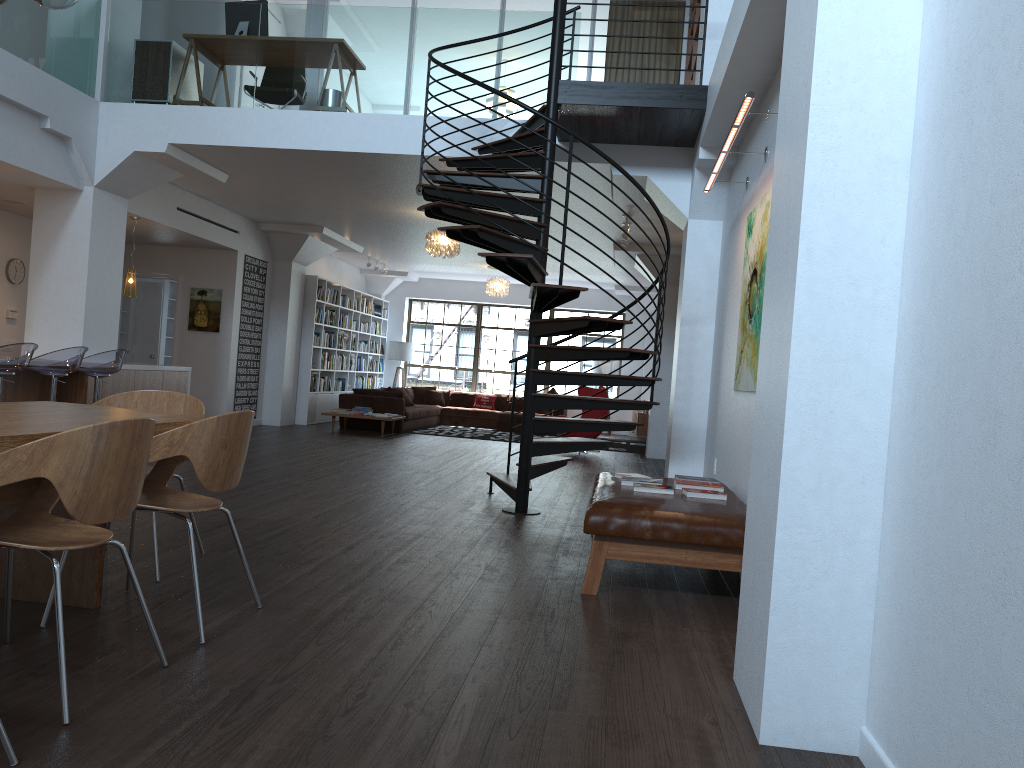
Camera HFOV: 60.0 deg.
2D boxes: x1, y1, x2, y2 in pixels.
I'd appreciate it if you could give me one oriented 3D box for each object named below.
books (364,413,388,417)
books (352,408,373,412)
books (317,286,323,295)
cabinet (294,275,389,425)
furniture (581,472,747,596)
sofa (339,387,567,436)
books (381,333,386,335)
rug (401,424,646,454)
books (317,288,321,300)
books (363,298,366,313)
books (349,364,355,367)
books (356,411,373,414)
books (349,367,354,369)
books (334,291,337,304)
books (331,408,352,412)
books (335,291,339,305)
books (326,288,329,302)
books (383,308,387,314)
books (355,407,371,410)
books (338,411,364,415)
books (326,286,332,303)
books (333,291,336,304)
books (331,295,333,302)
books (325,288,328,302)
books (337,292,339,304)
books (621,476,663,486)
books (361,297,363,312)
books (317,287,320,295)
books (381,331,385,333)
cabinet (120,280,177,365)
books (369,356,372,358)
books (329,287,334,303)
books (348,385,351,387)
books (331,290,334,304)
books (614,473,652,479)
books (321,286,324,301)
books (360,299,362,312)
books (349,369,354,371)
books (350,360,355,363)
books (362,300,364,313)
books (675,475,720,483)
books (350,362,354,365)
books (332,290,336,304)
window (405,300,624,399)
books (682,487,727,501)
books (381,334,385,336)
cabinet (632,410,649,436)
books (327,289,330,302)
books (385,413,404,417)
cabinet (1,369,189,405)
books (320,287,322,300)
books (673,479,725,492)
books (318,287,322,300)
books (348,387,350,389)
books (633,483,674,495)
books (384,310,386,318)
[{"bbox_3d":[-2.084,0.474,13.597,0.231,0.040,0.342,4,1,-43],"label":"books"},{"bbox_3d":[-2.364,0.413,14.048,0.279,0.035,0.191,5,1,17],"label":"books"},{"bbox_3d":[-3.213,-1.496,14.601,0.159,0.248,0.089,4,1,7],"label":"books"},{"bbox_3d":[-3.175,-0.556,16.522,0.461,2.414,4.500,4,1,7],"label":"cabinet"},{"bbox_3d":[0.897,0.843,5.203,0.907,0.453,1.819,4,1,7],"label":"furniture"},{"bbox_3d":[-0.847,0.504,16.137,3.481,0.664,4.197,4,1,7],"label":"sofa"},{"bbox_3d":[-2.809,-1.056,18.511,0.284,0.033,0.197,5,1,22],"label":"books"},{"bbox_3d":[0.410,0.937,15.474,4.200,0.007,3.100,4,1,8],"label":"rug"},{"bbox_3d":[-3.232,-1.476,14.473,0.167,0.210,0.162,4,1,7],"label":"books"},{"bbox_3d":[-2.919,-1.517,17.098,0.176,0.290,0.053,4,1,7],"label":"books"},{"bbox_3d":[-3.097,-0.350,16.624,0.259,0.040,0.180,4,1,7],"label":"books"},{"bbox_3d":[-2.363,0.449,14.044,0.312,0.037,0.216,4,1,-3],"label":"books"},{"bbox_3d":[-3.098,-0.311,16.600,0.251,0.037,0.160,5,1,12],"label":"books"},{"bbox_3d":[-3.125,-1.491,15.276,0.174,0.243,0.085,4,1,7],"label":"books"},{"bbox_3d":[-2.684,0.420,14.023,0.241,0.045,0.334,4,1,8],"label":"books"},{"bbox_3d":[-3.114,-1.497,15.378,0.182,0.255,0.077,4,1,7],"label":"books"},{"bbox_3d":[-3.178,-1.495,14.885,0.170,0.251,0.118,4,1,7],"label":"books"},{"bbox_3d":[-2.716,-1.486,18.686,0.140,0.231,0.042,4,1,7],"label":"books"},{"bbox_3d":[-2.358,0.382,14.046,0.224,0.027,0.157,5,1,12],"label":"books"},{"bbox_3d":[-2.480,0.444,13.653,0.236,0.035,0.340,5,1,32],"label":"books"},{"bbox_3d":[-3.162,-1.516,15.026,0.176,0.293,0.125,4,1,7],"label":"books"},{"bbox_3d":[-3.136,-1.497,15.238,0.182,0.255,0.077,4,1,7],"label":"books"},{"bbox_3d":[-3.146,-1.480,15.126,0.161,0.222,0.083,4,1,7],"label":"books"},{"bbox_3d":[-3.185,-1.493,14.843,0.159,0.248,0.089,4,1,7],"label":"books"},{"bbox_3d":[-3.115,-1.488,15.448,0.167,0.233,0.077,4,1,7],"label":"books"},{"bbox_3d":[0.778,0.589,5.313,0.247,0.040,0.185,4,1,10],"label":"books"},{"bbox_3d":[-2.923,-1.519,16.878,0.140,0.298,0.044,4,1,7],"label":"books"},{"bbox_3d":[-3.234,-1.478,14.382,0.182,0.215,0.188,4,1,7],"label":"books"},{"bbox_3d":[-2.805,-1.089,18.506,0.254,0.032,0.174,5,1,42],"label":"books"},{"bbox_3d":[-5.854,-1.029,14.108,0.527,2.991,2.630,4,1,7],"label":"cabinet"},{"bbox_3d":[-2.924,-0.548,17.714,0.224,0.030,0.161,5,1,17],"label":"books"},{"bbox_3d":[-3.159,-1.515,15.088,0.197,0.290,0.136,4,1,7],"label":"books"},{"bbox_3d":[-3.165,0.025,16.578,0.254,0.032,0.174,5,1,12],"label":"books"},{"bbox_3d":[-3.138,-1.493,15.157,0.159,0.248,0.089,4,1,7],"label":"books"},{"bbox_3d":[0.766,0.591,5.636,0.161,0.031,0.223,4,1,-15],"label":"books"},{"bbox_3d":[-3.206,-1.498,14.644,0.170,0.251,0.118,4,1,7],"label":"books"},{"bbox_3d":[-2.949,-1.495,16.830,0.189,0.247,0.057,4,1,7],"label":"books"},{"bbox_3d":[-3.099,-0.273,16.597,0.246,0.038,0.171,4,1,7],"label":"books"},{"bbox_3d":[-3.083,-0.432,16.601,0.253,0.040,0.183,4,1,7],"label":"books"},{"bbox_3d":[-2.928,-1.494,17.016,0.171,0.246,0.057,4,1,7],"label":"books"},{"bbox_3d":[1.173,0.617,5.628,0.254,0.044,0.183,4,1,2],"label":"books"},{"bbox_3d":[-3.081,-0.391,16.608,0.231,0.044,0.168,4,1,2],"label":"books"},{"bbox_3d":[-3.131,-1.495,15.190,0.182,0.253,0.098,4,1,7],"label":"books"},{"bbox_3d":[0.013,-0.704,19.102,4.648,1.905,0.114,4,1,7],"label":"window"},{"bbox_3d":[1.080,0.618,4.984,0.224,0.036,0.161,4,1,1],"label":"books"},{"bbox_3d":[-2.812,-1.022,18.511,0.284,0.035,0.197,5,1,37],"label":"books"},{"bbox_3d":[2.421,0.638,15.855,0.459,0.350,4.501,4,1,7],"label":"cabinet"},{"bbox_3d":[-3.168,-1.491,14.938,0.174,0.242,0.105,4,1,7],"label":"books"},{"bbox_3d":[-1.889,0.487,13.920,0.256,0.035,0.350,5,1,32],"label":"books"},{"bbox_3d":[-4.517,0.218,8.190,0.898,0.796,4.493,4,1,7],"label":"cabinet"},{"bbox_3d":[-3.209,-1.483,14.570,0.161,0.222,0.084,4,1,7],"label":"books"},{"bbox_3d":[1.117,0.613,5.313,0.283,0.043,0.197,4,1,6],"label":"books"},{"bbox_3d":[-3.216,-1.481,14.536,0.161,0.218,0.101,4,1,7],"label":"books"},{"bbox_3d":[-3.164,0.058,16.575,0.284,0.033,0.197,4,1,-8],"label":"books"},{"bbox_3d":[0.804,0.595,5.043,0.224,0.032,0.161,4,1,7],"label":"books"},{"bbox_3d":[-2.725,-1.468,18.605,0.136,0.196,0.045,4,1,7],"label":"books"}]
